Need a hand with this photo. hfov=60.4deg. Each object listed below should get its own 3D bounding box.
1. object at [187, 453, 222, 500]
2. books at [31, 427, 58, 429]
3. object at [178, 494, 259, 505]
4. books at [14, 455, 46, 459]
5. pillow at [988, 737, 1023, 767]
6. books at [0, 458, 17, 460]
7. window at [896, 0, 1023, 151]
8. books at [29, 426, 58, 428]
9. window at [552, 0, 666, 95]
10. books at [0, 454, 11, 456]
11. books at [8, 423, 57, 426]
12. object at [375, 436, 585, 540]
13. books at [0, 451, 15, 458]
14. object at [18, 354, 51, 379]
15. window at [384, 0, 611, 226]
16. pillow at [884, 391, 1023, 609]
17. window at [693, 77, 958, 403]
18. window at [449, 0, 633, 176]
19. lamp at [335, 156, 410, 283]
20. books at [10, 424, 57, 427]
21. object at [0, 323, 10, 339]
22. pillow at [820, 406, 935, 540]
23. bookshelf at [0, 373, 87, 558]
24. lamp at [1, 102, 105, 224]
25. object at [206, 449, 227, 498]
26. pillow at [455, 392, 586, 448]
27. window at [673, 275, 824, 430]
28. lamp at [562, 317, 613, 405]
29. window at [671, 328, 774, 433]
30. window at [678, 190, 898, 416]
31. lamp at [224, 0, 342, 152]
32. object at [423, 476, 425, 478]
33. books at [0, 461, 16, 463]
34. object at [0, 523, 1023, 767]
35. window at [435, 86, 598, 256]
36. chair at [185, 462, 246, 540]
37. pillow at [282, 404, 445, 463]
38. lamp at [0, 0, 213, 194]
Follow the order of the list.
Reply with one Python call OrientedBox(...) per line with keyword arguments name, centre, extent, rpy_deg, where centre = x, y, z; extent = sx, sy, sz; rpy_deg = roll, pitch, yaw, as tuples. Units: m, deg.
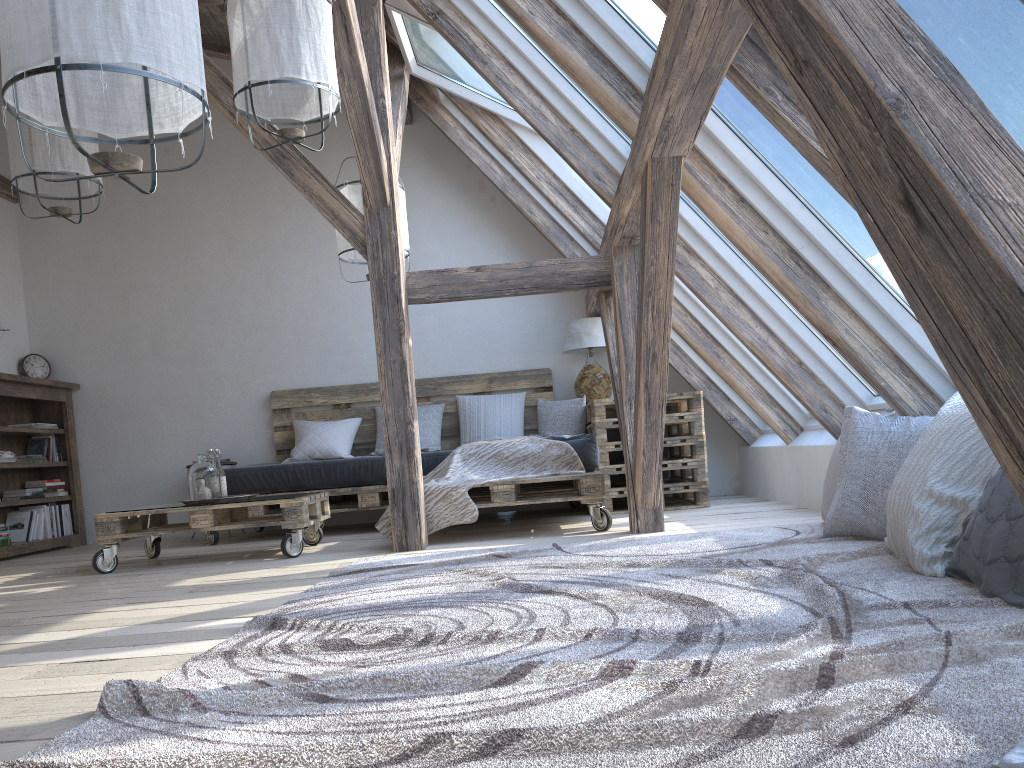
OrientedBox(name="object", centre=(-1.546, 0.471, 4.410), extent=(0.155, 0.248, 0.156), rpy_deg=(-5, 1, -30))
OrientedBox(name="books", centre=(-3.324, 0.314, 6.127), extent=(0.204, 0.009, 0.258), rpy_deg=(-4, -5, -4))
OrientedBox(name="object", centre=(-1.492, 0.589, 4.490), extent=(0.396, 0.021, 0.394), rpy_deg=(-6, -5, 22))
OrientedBox(name="books", centre=(-3.320, 0.500, 6.011), extent=(0.150, 0.021, 0.205), rpy_deg=(-5, -4, 6))
OrientedBox(name="pillow", centre=(0.903, 0.330, 1.053), extent=(0.478, 0.242, 0.534), rpy_deg=(-7, -4, 43))
OrientedBox(name="books", centre=(-3.299, 0.481, 5.544), extent=(0.205, 0.009, 0.258), rpy_deg=(-5, -5, 3))
OrientedBox(name="window", centre=(1.056, -0.583, 1.801), extent=(1.096, 1.280, 0.854), rpy_deg=(-5, 0, 2))
OrientedBox(name="books", centre=(-3.325, 0.307, 6.141), extent=(0.204, 0.009, 0.259), rpy_deg=(-4, -5, -7))
OrientedBox(name="window", centre=(-0.001, -1.620, 2.701), extent=(1.096, 1.280, 0.854), rpy_deg=(-5, 0, 2))
OrientedBox(name="books", centre=(-3.322, 0.454, 5.514), extent=(0.205, 0.009, 0.258), rpy_deg=(-5, -5, 8))
OrientedBox(name="books", centre=(-3.331, 0.288, 6.118), extent=(0.204, 0.009, 0.258), rpy_deg=(-4, -5, -2))
OrientedBox(name="object", centre=(-0.149, 0.518, 4.523), extent=(0.814, 0.474, 1.006), rpy_deg=(-6, -4, 32))
OrientedBox(name="books", centre=(-3.296, 0.437, 5.564), extent=(0.220, 0.088, 0.262), rpy_deg=(-3, -4, -18))
OrientedBox(name="object", centre=(-3.422, -0.112, 6.315), extent=(0.082, 0.210, 0.203), rpy_deg=(-3, 0, 38))
OrientedBox(name="window", centre=(0.106, -1.483, 4.536), extent=(1.350, 1.280, 0.854), rpy_deg=(-5, 0, 2))
OrientedBox(name="pillow", centre=(1.293, 0.227, 2.265), extent=(0.468, 0.563, 1.274), rpy_deg=(-5, -3, 3))
OrientedBox(name="window", centre=(1.086, -0.513, 2.720), extent=(1.096, 1.280, 0.854), rpy_deg=(-5, 0, 2))
OrientedBox(name="window", centre=(0.030, -1.550, 3.620), extent=(1.096, 1.280, 0.854), rpy_deg=(-5, 0, 2))
OrientedBox(name="lamp", centre=(-0.831, -1.341, 4.942), extent=(0.401, 1.521, 0.404), rpy_deg=(-2, 3, 43))
OrientedBox(name="books", centre=(-3.335, 0.296, 6.106), extent=(0.205, 0.009, 0.258), rpy_deg=(-5, -5, 8))
OrientedBox(name="object", centre=(-3.413, -0.548, 5.478), extent=(0.141, 0.994, 0.788), rpy_deg=(-4, 0, 7))
OrientedBox(name="pillow", centre=(1.355, 0.336, 3.257), extent=(0.434, 0.524, 1.136), rpy_deg=(-5, -3, -6))
OrientedBox(name="bookshelf", centre=(-3.299, 0.539, 5.623), extent=(0.348, 1.175, 1.625), rpy_deg=(-4, -2, 2))
OrientedBox(name="lamp", centre=(-2.229, -1.351, 4.240), extent=(0.409, 1.086, 0.397), rpy_deg=(-3, 2, 43))
OrientedBox(name="object", centre=(-1.541, 0.472, 4.575), extent=(0.071, 0.268, 0.153), rpy_deg=(-4, 1, 2))
OrientedBox(name="pillow", centre=(0.066, 0.230, 6.116), extent=(0.970, 0.400, 0.385), rpy_deg=(-6, -1, 18))
OrientedBox(name="window", centre=(1.148, -0.372, 4.556), extent=(1.096, 1.280, 0.854), rpy_deg=(-5, 0, 2))
OrientedBox(name="lamp", centre=(0.529, 0.229, 6.293), extent=(0.388, 1.287, 0.823), rpy_deg=(-5, 1, -13))
OrientedBox(name="window", centre=(1.178, -0.302, 5.475), extent=(1.096, 1.280, 0.854), rpy_deg=(-5, 0, 2))
OrientedBox(name="window", centre=(1.117, -0.442, 3.638), extent=(1.096, 1.280, 0.854), rpy_deg=(-5, 0, 2))
OrientedBox(name="lamp", centre=(-0.893, -1.569, 3.309), extent=(0.406, 1.308, 0.400), rpy_deg=(-5, 2, -22))
OrientedBox(name="object", centre=(-0.385, 0.682, 5.302), extent=(0.503, 0.277, 0.711), rpy_deg=(-4, -4, -14))
OrientedBox(name="books", centre=(-3.300, 0.496, 5.522), extent=(0.205, 0.009, 0.258), rpy_deg=(-5, -5, 10))
OrientedBox(name="object", centre=(0.347, 0.544, 2.297), extent=(2.188, 0.056, 3.191), rpy_deg=(-5, -5, 2))
OrientedBox(name="window", centre=(0.091, -1.409, 5.456), extent=(1.096, 1.280, 0.854), rpy_deg=(-5, 0, 2))
OrientedBox(name="chair", centre=(-2.096, 0.817, 6.212), extent=(0.354, 0.522, 0.353), rpy_deg=(-5, 0, 5))
OrientedBox(name="pillow", centre=(-1.030, 0.333, 6.126), extent=(1.130, 0.356, 0.350), rpy_deg=(-5, -1, 2))
OrientedBox(name="lamp", centre=(-0.920, -1.389, 1.831), extent=(0.401, 1.900, 0.404), rpy_deg=(-2, 3, 43))
